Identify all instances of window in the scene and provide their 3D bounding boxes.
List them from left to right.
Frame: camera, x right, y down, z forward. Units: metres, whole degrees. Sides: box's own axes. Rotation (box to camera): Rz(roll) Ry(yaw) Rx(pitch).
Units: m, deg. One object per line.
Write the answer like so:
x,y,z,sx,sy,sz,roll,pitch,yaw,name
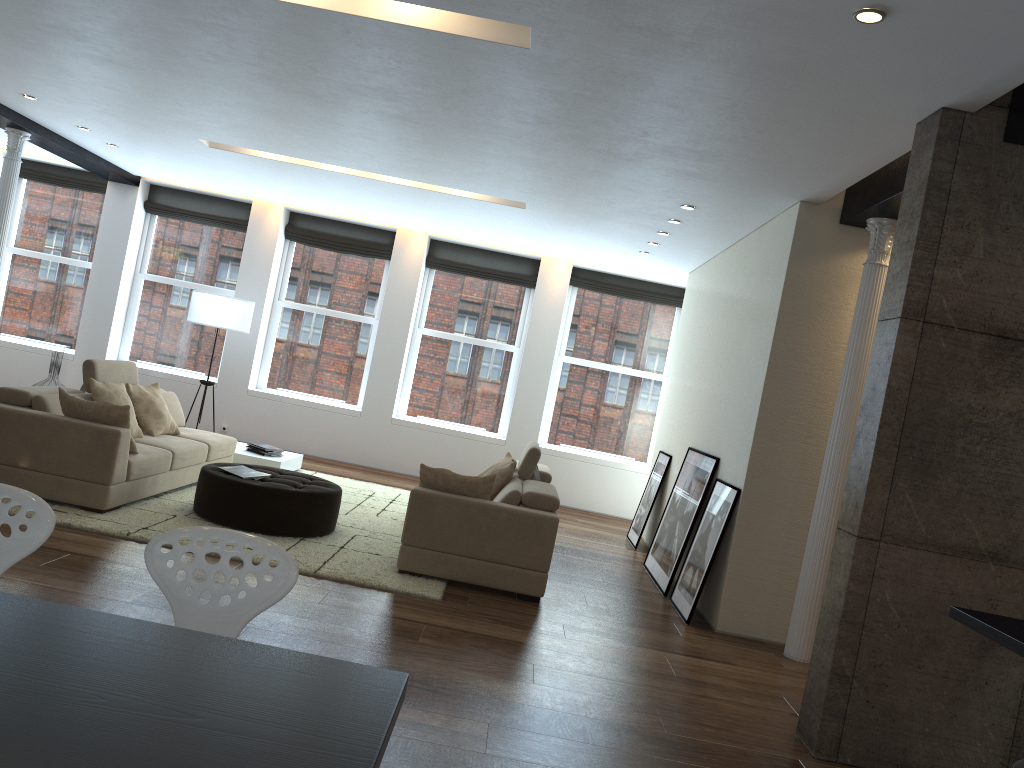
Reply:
-5.952,-1.605,11.465,1.391,2.400,0.123,11,0,1,window
-4.175,-1.255,11.447,1.432,2.400,0.123,11,0,1,window
-2.373,-0.899,11.429,1.442,2.400,0.123,11,0,1,window
-0.566,-0.542,11.411,1.443,2.400,0.123,11,0,1,window
1.300,-0.174,11.392,1.563,2.400,0.123,11,0,1,window

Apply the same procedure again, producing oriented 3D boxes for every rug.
-1.878,1.035,7.569,2.972,0.020,4.231,11,0,1,rug

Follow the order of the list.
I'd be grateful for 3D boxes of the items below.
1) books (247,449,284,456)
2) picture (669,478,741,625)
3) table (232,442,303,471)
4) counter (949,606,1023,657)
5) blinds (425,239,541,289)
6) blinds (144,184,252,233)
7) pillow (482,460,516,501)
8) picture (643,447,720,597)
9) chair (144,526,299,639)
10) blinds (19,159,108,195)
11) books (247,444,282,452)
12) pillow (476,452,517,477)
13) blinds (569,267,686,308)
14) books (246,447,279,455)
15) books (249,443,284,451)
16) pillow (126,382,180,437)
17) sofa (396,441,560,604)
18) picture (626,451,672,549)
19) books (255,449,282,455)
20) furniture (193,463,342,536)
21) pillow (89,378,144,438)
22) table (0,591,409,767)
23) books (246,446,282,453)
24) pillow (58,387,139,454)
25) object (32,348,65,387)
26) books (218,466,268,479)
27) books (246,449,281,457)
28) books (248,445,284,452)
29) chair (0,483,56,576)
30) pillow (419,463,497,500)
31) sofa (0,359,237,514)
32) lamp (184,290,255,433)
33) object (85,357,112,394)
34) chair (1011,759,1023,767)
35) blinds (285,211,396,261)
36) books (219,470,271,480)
-2.535,0.703,9.122,0.300,0.010,0.220,11,0,21,books
1.390,1.188,6.439,0.195,0.988,0.700,11,0,1,picture
-2.728,0.766,9.195,0.900,0.170,0.900,11,0,1,table
2.003,0.894,1.250,1.000,0.040,3.700,11,0,1,counter
-0.369,-1.538,11.346,1.442,0.393,0.156,11,0,1,blinds
-3.979,-2.249,11.366,1.431,0.395,0.183,11,0,1,blinds
-0.155,0.772,6.867,0.301,0.439,0.534,11,0,-3,pillow
1.401,1.112,7.459,0.225,1.140,1.183,11,0,1,picture
-0.879,0.830,2.271,0.495,0.835,0.581,11,0,1,chair
-5.745,-2.659,11.400,1.396,0.275,0.156,11,0,1,blinds
-2.540,0.653,9.101,0.300,0.010,0.220,11,0,36,books
-0.163,0.779,7.492,0.368,0.416,0.519,11,0,-4,pillow
1.508,-1.222,11.327,1.563,0.275,0.156,11,0,1,blinds
-2.547,0.691,9.102,0.300,0.010,0.220,11,0,36,books
-2.523,0.646,9.122,0.300,0.010,0.220,11,0,41,books
-3.056,0.208,7.521,0.368,0.416,0.519,11,0,5,pillow
-0.191,0.896,7.122,1.021,0.950,2.581,11,0,1,sofa
1.420,1.186,9.214,0.195,0.988,0.700,11,0,1,picture
-2.531,0.684,9.122,0.220,0.010,0.300,11,0,-39,books
-1.828,0.858,6.687,1.057,0.355,1.057,11,0,2,furniture
-3.073,0.196,6.896,0.301,0.439,0.534,11,0,4,pillow
-1.971,0.670,1.382,3.400,0.733,1.200,11,0,1,table
-2.544,0.672,9.101,0.300,0.010,0.220,11,0,26,books
-2.851,0.264,6.134,0.518,0.393,0.395,11,0,4,pillow
-5.347,-0.045,10.325,0.458,0.781,0.458,11,0,0,object
-1.965,0.643,6.475,0.301,0.040,0.220,11,0,35,books
-2.551,0.710,9.102,0.300,0.010,0.220,11,0,36,books
-2.527,0.665,9.122,0.300,0.010,0.220,11,0,16,books
-1.567,0.695,2.283,0.495,0.835,0.581,11,0,1,chair
-0.401,0.748,6.109,0.518,0.393,0.395,11,0,-3,pillow
-3.082,0.325,7.151,1.021,0.950,2.581,11,0,1,sofa
-3.476,-0.161,10.202,0.698,1.728,0.698,11,0,24,lamp
-4.888,0.045,10.538,0.458,0.781,0.458,11,0,0,object
-1.849,0.837,3.013,21.556,0.952,16.134,11,0,1,chair
-2.177,-1.887,11.364,1.439,0.424,0.156,11,0,1,blinds
-1.952,0.653,6.496,0.300,0.031,0.219,11,0,16,books
